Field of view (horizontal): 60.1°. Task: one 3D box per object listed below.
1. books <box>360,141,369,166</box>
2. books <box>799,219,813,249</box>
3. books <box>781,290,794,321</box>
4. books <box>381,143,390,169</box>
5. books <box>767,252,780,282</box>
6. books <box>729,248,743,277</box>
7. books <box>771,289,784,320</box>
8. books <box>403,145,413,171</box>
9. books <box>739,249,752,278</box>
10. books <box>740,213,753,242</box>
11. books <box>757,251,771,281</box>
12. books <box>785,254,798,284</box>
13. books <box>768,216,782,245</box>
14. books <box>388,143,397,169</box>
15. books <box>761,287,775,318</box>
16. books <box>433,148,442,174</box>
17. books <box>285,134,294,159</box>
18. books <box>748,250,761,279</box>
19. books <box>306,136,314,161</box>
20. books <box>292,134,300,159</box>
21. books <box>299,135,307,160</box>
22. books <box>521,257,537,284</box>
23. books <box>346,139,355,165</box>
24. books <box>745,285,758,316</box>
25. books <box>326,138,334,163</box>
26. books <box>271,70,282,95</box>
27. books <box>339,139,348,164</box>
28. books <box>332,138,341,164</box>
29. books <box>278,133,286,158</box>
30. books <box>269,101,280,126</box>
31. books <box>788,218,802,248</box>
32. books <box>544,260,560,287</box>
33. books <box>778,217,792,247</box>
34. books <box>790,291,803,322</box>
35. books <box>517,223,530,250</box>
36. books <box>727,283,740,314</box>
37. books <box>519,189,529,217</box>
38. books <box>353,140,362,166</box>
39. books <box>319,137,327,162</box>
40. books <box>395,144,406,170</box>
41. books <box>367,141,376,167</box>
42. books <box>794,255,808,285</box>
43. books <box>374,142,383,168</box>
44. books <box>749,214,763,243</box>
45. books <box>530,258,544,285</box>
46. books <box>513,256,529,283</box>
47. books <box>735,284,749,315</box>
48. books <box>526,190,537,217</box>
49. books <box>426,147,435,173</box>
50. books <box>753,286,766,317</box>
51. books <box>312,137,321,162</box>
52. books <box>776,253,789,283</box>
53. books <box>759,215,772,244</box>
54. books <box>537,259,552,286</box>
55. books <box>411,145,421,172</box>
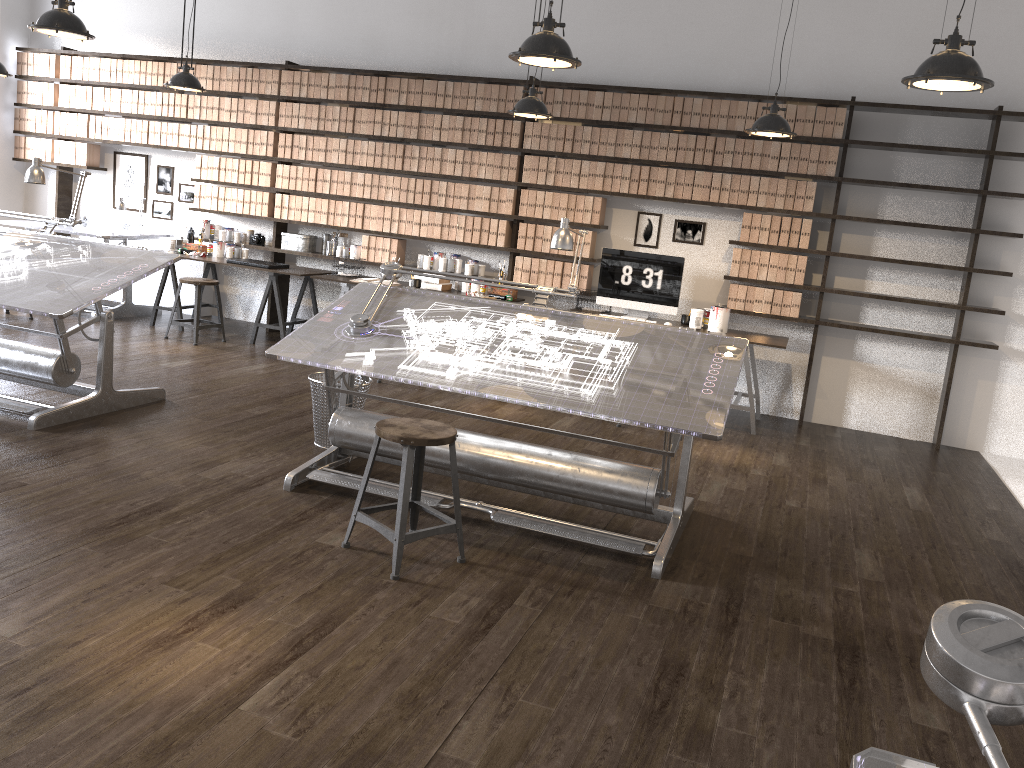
[{"bbox_3d":[-1.267,-2.026,7.831,0.067,0.224,0.175,9,10,18],"label":"books"},{"bbox_3d":[2.227,-1.134,6.711,0.067,0.224,0.175,9,10,18],"label":"books"},{"bbox_3d":[2.113,-0.605,6.810,0.067,0.224,0.175,9,10,18],"label":"books"},{"bbox_3d":[-1.071,-1.991,7.767,0.067,0.224,0.175,9,10,18],"label":"books"},{"bbox_3d":[2.013,-0.897,6.806,0.067,0.224,0.175,9,10,18],"label":"books"},{"bbox_3d":[1.749,-0.945,6.894,0.067,0.224,0.175,9,10,18],"label":"books"},{"bbox_3d":[2.047,-0.616,6.829,0.067,0.224,0.175,9,10,18],"label":"books"},{"bbox_3d":[-0.869,-1.955,7.703,0.067,0.224,0.175,9,10,18],"label":"books"},{"bbox_3d":[1.816,-0.933,6.876,0.067,0.224,0.175,9,10,18],"label":"books"},{"bbox_3d":[1.816,-1.207,6.848,0.067,0.224,0.175,9,10,18],"label":"books"},{"bbox_3d":[1.946,-0.910,6.831,0.067,0.224,0.175,9,10,18],"label":"books"},{"bbox_3d":[2.136,-0.876,6.770,0.067,0.224,0.175,9,10,18],"label":"books"},{"bbox_3d":[2.016,-1.172,6.782,0.067,0.224,0.175,9,10,18],"label":"books"},{"bbox_3d":[-1.009,-1.980,7.749,0.067,0.224,0.175,9,10,18],"label":"books"},{"bbox_3d":[1.980,-0.627,6.847,0.067,0.224,0.175,9,10,18],"label":"books"},{"bbox_3d":[-0.608,-1.908,7.611,0.067,0.224,0.175,9,10,18],"label":"books"},{"bbox_3d":[-1.988,-2.153,8.066,0.067,0.224,0.175,9,10,18],"label":"books"},{"bbox_3d":[1.882,-0.922,6.856,0.067,0.224,0.175,9,10,18],"label":"books"},{"bbox_3d":[-1.783,-2.118,8.003,0.067,0.224,0.175,9,10,18],"label":"books"},{"bbox_3d":[-1.916,-2.142,8.048,0.067,0.224,0.175,9,10,18],"label":"books"},{"bbox_3d":[-1.851,-2.129,8.021,0.067,0.224,0.175,9,10,18],"label":"books"},{"bbox_3d":[0.147,-0.953,7.449,0.067,0.224,0.175,9,10,18],"label":"books"},{"bbox_3d":[-1.398,-2.049,7.876,0.067,0.224,0.175,9,10,18],"label":"books"},{"bbox_3d":[1.860,-0.650,6.891,0.067,0.224,0.175,9,10,18],"label":"books"},{"bbox_3d":[-1.591,-2.084,7.939,0.067,0.224,0.175,9,10,18],"label":"books"},{"bbox_3d":[-2.099,-2.723,8.042,0.067,0.224,0.175,9,10,18],"label":"books"},{"bbox_3d":[-1.465,-2.060,7.894,0.067,0.224,0.175,9,10,18],"label":"books"},{"bbox_3d":[-1.532,-2.073,7.918,0.067,0.224,0.175,9,10,18],"label":"books"},{"bbox_3d":[-2.056,-2.167,8.094,0.067,0.224,0.175,9,10,18],"label":"books"},{"bbox_3d":[-2.136,-2.454,8.085,0.067,0.224,0.175,9,10,18],"label":"books"},{"bbox_3d":[2.156,-1.147,6.736,0.067,0.224,0.175,9,10,18],"label":"books"},{"bbox_3d":[0.338,-0.921,7.393,0.067,0.224,0.175,9,10,18],"label":"books"},{"bbox_3d":[2.085,-1.159,6.754,0.067,0.224,0.175,9,10,18],"label":"books"},{"bbox_3d":[2.172,-0.593,6.783,0.067,0.224,0.175,9,10,18],"label":"books"},{"bbox_3d":[0.110,-1.237,7.439,0.067,0.224,0.175,9,10,18],"label":"books"},{"bbox_3d":[1.734,-0.672,6.933,0.067,0.224,0.175,9,10,18],"label":"books"},{"bbox_3d":[0.125,-1.509,7.405,0.067,0.224,0.175,9,10,18],"label":"books"},{"bbox_3d":[-1.331,-2.038,7.856,0.067,0.224,0.175,9,10,18],"label":"books"},{"bbox_3d":[-1.655,-2.094,7.955,0.067,0.224,0.175,9,10,18],"label":"books"},{"bbox_3d":[-0.941,-1.967,7.721,0.067,0.224,0.175,9,10,18],"label":"books"},{"bbox_3d":[-1.200,-2.013,7.805,0.067,0.224,0.175,9,10,18],"label":"books"},{"bbox_3d":[2.202,-0.865,6.749,0.067,0.224,0.175,9,10,18],"label":"books"},{"bbox_3d":[-1.132,-2.001,7.783,0.067,0.224,0.175,9,10,18],"label":"books"},{"bbox_3d":[1.883,-1.196,6.826,0.067,0.224,0.175,9,10,18],"label":"books"},{"bbox_3d":[0.215,-0.941,7.427,0.067,0.224,0.175,9,10,18],"label":"books"},{"bbox_3d":[0.080,-0.966,7.475,0.067,0.224,0.175,9,10,18],"label":"books"},{"bbox_3d":[1.796,-0.660,6.907,0.067,0.224,0.175,9,10,18],"label":"books"},{"bbox_3d":[0.190,-1.497,7.382,0.067,0.224,0.175,9,10,18],"label":"books"},{"bbox_3d":[-0.669,-1.920,7.637,0.067,0.224,0.175,9,10,18],"label":"books"},{"bbox_3d":[1.918,-0.639,6.870,0.067,0.224,0.175,9,10,18],"label":"books"},{"bbox_3d":[-1.716,-2.106,7.981,0.067,0.224,0.175,9,10,18],"label":"books"},{"bbox_3d":[2.076,-0.886,6.785,0.067,0.224,0.175,9,10,18],"label":"books"},{"bbox_3d":[1.948,-1.183,6.800,0.067,0.224,0.175,9,10,18],"label":"books"},{"bbox_3d":[0.276,-0.931,7.411,0.067,0.224,0.175,9,10,18],"label":"books"},{"bbox_3d":[-0.804,-1.943,7.677,0.067,0.224,0.175,9,10,18],"label":"books"}]
